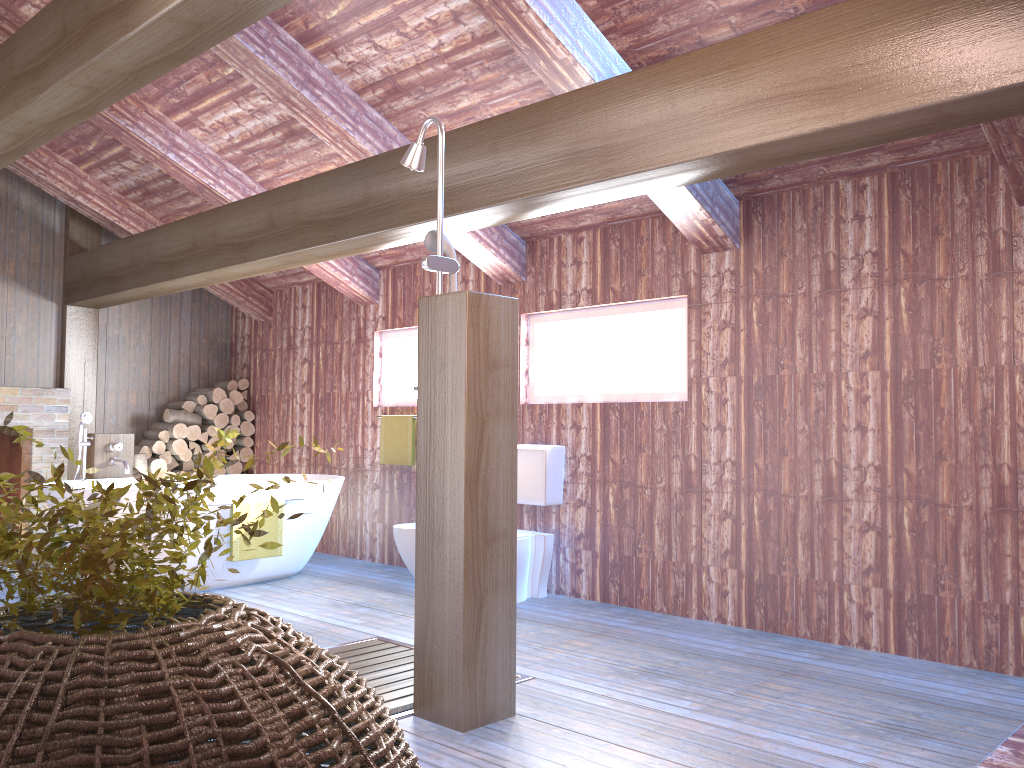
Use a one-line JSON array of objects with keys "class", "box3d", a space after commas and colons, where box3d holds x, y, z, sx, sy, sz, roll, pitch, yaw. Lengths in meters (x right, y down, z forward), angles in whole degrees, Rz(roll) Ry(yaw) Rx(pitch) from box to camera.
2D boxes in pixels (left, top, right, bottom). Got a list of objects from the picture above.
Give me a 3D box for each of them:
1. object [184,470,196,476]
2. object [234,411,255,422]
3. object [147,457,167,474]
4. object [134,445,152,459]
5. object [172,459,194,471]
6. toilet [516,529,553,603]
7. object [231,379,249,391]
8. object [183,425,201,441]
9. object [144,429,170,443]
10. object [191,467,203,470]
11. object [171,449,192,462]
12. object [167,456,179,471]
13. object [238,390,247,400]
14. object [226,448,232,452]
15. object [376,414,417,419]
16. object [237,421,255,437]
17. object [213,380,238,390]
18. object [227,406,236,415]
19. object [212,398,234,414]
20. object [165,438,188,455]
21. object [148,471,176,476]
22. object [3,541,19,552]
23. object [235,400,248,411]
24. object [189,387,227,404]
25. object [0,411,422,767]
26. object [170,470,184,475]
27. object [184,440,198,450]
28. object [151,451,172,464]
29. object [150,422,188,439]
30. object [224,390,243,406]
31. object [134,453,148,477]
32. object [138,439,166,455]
[{"class": "object", "box3d": [-2.836, 0.793, 7.686, 0.437, 0.100, 0.098, -2, -4, 41]}, {"class": "object", "box3d": [-2.501, 0.289, 8.069, 0.438, 0.109, 0.102, -2, -4, 44]}, {"class": "object", "box3d": [-3.065, 0.683, 7.448, 0.440, 0.147, 0.138, -2, -4, 44]}, {"class": "object", "box3d": [-3.144, 0.572, 7.429, 0.301, 0.113, 0.114, -2, -4, 41]}, {"class": "object", "box3d": [-2.905, 0.701, 7.763, 0.321, 0.127, 0.104, -2, -4, 44]}, {"class": "toilet", "box3d": [-0.064, 1.078, 5.238, 0.375, 0.400, 0.534, -2, -4, 44]}, {"class": "object", "box3d": [-2.524, 0.013, 8.110, 0.271, 0.113, 0.112, -2, -4, 43]}, {"class": "object", "box3d": [-2.862, 0.417, 7.681, 0.440, 0.147, 0.138, -2, -4, 44]}, {"class": "object", "box3d": [-3.010, 0.442, 7.528, 0.282, 0.112, 0.106, -2, -4, 44]}, {"class": "object", "box3d": [-2.832, 0.791, 7.836, 0.289, 0.118, 0.116, -2, -4, 41]}, {"class": "object", "box3d": [-2.878, 0.603, 7.645, 0.291, 0.123, 0.115, -2, -4, 44]}, {"class": "object", "box3d": [-3.005, 0.680, 7.653, 0.323, 0.150, 0.128, -2, -4, 43]}, {"class": "object", "box3d": [-2.533, 0.099, 8.119, 0.281, 0.100, 0.081, -2, -4, 43]}, {"class": "object", "box3d": [-2.581, 0.571, 7.953, 0.177, 0.069, 0.067, -2, -4, 43]}, {"class": "object", "box3d": [-0.800, 0.240, 6.445, 0.581, 0.043, 0.091, -2, -4, 44]}, {"class": "object", "box3d": [-2.513, 0.401, 8.056, 0.439, 0.152, 0.147, -2, -4, 44]}, {"class": "object", "box3d": [-2.596, 0.032, 8.030, 0.270, 0.121, 0.104, -2, -4, 44]}, {"class": "object", "box3d": [-2.649, 0.247, 8.060, 0.319, 0.119, 0.132, -2, -4, 45]}, {"class": "object", "box3d": [-2.660, 0.199, 7.905, 0.437, 0.143, 0.141, -2, -4, 41]}, {"class": "object", "box3d": [-2.946, 0.534, 7.578, 0.437, 0.143, 0.141, -2, -4, 41]}, {"class": "object", "box3d": [-3.017, 0.795, 7.517, 0.458, 0.148, 0.139, -2, -4, 44]}, {"class": "object", "box3d": [-4.403, 1.317, 7.198, 0.935, 0.085, 0.829, -1, -3, 26]}, {"class": "object", "box3d": [-2.529, 0.194, 8.097, 0.269, 0.115, 0.107, -2, -4, 44]}, {"class": "object", "box3d": [-2.707, 0.106, 7.884, 0.456, 0.139, 0.135, -2, -4, 44]}, {"class": "object", "box3d": [-0.550, 0.544, 1.186, 0.970, 1.073, 0.972, -1, -3, 24]}, {"class": "object", "box3d": [-2.910, 0.793, 7.614, 0.303, 0.120, 0.114, -2, -4, 44]}, {"class": "object", "box3d": [-2.830, 0.529, 7.703, 0.280, 0.092, 0.088, -2, -4, 44]}, {"class": "object", "box3d": [-3.010, 0.621, 7.523, 0.301, 0.113, 0.111, -2, -4, 42]}, {"class": "object", "box3d": [-2.941, 0.398, 7.598, 0.439, 0.145, 0.135, -2, -4, 44]}, {"class": "object", "box3d": [-2.600, 0.128, 8.001, 0.456, 0.142, 0.133, -2, -4, 44]}, {"class": "object", "box3d": [-3.030, 0.714, 7.234, 0.147, 0.298, 0.109, 3, -4, -44]}, {"class": "object", "box3d": [-3.037, 0.529, 7.474, 0.291, 0.123, 0.115, -2, -4, 44]}]
